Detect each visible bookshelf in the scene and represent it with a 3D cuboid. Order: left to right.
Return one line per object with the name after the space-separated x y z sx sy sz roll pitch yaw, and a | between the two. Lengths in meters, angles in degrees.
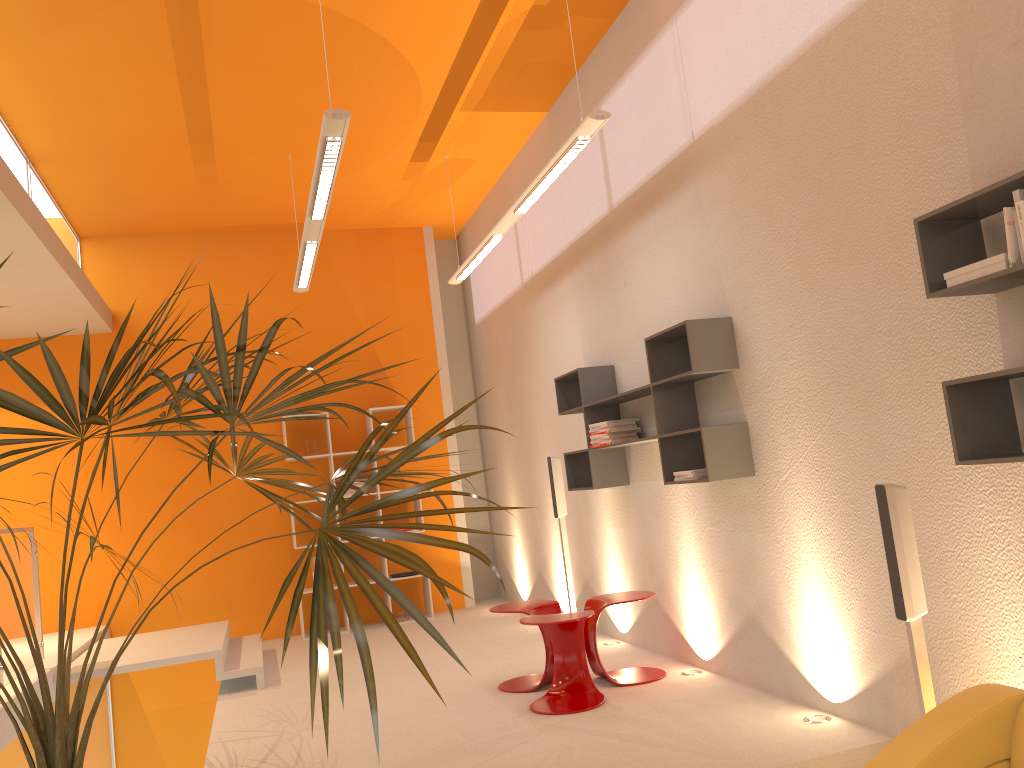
-0.249 2.343 7.513 3.516 4.600 1.107 -11 -7 30 | bookshelf
0.984 0.782 4.531 0.322 2.145 3.370 -5 -6 -15 | bookshelf
1.722 -0.283 1.871 0.252 0.790 2.000 -5 -6 -17 | bookshelf

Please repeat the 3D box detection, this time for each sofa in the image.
1.486 1.121 1.556 0.929 0.706 2.081 -5 -6 -17 | sofa

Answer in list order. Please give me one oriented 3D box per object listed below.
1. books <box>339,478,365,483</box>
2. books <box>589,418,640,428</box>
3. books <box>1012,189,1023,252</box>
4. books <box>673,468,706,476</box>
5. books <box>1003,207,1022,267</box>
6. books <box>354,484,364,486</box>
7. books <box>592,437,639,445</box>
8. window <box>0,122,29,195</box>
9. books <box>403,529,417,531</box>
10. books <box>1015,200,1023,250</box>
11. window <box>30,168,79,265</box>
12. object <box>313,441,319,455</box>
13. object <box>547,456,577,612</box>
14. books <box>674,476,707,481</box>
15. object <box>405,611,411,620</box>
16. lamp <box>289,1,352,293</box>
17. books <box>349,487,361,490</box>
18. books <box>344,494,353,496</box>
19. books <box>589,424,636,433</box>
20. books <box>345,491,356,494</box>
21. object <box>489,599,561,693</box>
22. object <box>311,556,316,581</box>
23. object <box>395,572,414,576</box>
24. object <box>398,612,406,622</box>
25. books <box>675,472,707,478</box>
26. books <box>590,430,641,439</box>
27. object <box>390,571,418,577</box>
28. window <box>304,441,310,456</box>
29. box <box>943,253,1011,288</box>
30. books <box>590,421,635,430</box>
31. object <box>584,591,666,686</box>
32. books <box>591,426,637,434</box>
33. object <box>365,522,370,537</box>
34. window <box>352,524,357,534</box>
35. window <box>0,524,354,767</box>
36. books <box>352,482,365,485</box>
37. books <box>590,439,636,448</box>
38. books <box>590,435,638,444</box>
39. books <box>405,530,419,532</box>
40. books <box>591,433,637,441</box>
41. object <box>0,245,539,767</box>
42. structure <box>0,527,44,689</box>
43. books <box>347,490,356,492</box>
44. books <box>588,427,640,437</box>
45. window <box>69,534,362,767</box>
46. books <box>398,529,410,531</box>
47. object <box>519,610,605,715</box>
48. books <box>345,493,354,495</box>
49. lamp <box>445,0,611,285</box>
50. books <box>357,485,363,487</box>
-1.488 0.907 8.291 0.230 0.017 0.227 -4 -7 -22 | books
0.635 0.243 5.527 0.230 0.017 0.227 -4 -7 -27 | books
1.519 -0.446 2.498 0.207 0.210 0.021 -5 -6 -17 | books
0.976 0.441 4.512 0.230 0.017 0.227 -5 -6 -17 | books
1.499 -0.421 2.521 0.230 0.169 0.023 -5 -6 -17 | books
-1.492 0.952 8.285 0.190 0.011 0.268 -5 -6 -15 | books
0.640 0.358 5.512 0.190 0.011 0.268 -5 -7 -20 | books
-3.164 -1.386 5.392 0.006 0.660 1.869 -5 -6 -17 | window
-1.033 1.375 8.305 0.268 0.011 0.190 -5 -6 -15 | books
1.516 -0.429 2.470 0.230 0.169 0.027 -5 -6 -17 | books
-3.691 -1.125 7.204 0.006 0.660 1.860 -5 -6 -17 | window
-1.569 2.826 4.555 0.351 5.384 6.779 -7 -6 3 | object
0.370 1.179 6.428 0.116 1.317 0.111 -5 -7 -20 | object
0.968 0.474 4.517 0.190 0.015 0.254 -5 -6 -16 | books
1.602 2.500 2.099 0.102 2.685 13.193 -4 -7 -22 | object
-1.256 -1.436 5.418 0.120 1.052 3.195 -5 -6 -17 | lamp
-1.480 0.977 8.283 0.230 0.017 0.227 -4 -7 -22 | books
-1.481 1.033 8.272 0.210 0.013 0.296 -5 -6 -17 | books
0.625 0.276 5.530 0.190 0.015 0.254 -4 -7 -26 | books
-1.489 1.010 8.288 0.190 0.015 0.254 -5 -7 -21 | books
0.101 1.511 5.143 0.420 0.450 0.391 -13 -8 43 | object
-1.764 1.718 8.103 0.129 0.291 0.129 -8 -6 11 | object
-1.001 1.783 8.307 0.178 0.020 0.178 -7 -6 0 | object
1.220 2.678 3.343 0.129 2.692 10.507 -4 -7 -24 | object
0.965 0.458 4.511 0.190 0.015 0.254 -6 -6 -10 | books
0.643 0.313 5.519 0.230 0.017 0.227 -4 -7 -27 | books
-0.997 1.784 8.304 0.294 0.020 0.294 -9 -7 22 | object
-1.502 2.703 3.563 0.481 5.399 8.922 -6 -6 -5 | window
1.474 -0.342 2.654 0.232 0.047 0.232 -5 -6 -17 | box
0.624 0.260 5.523 0.190 0.015 0.254 -5 -7 -20 | books
0.631 1.433 5.020 0.420 0.450 0.391 -5 -6 -17 | object
0.632 0.287 5.520 0.190 0.011 0.268 -5 -7 -20 | books
-1.572 3.218 4.329 0.870 4.604 7.392 -8 -6 13 | object
-2.003 1.692 4.863 0.908 1.393 6.719 -7 -6 3 | window
-2.232 3.477 6.143 0.993 4.599 4.234 -9 -6 15 | window
-1.497 0.940 8.295 0.190 0.015 0.254 -5 -7 -21 | books
0.643 0.369 5.507 0.210 0.013 0.297 -4 -7 -22 | books
0.634 0.346 5.522 0.190 0.015 0.254 -4 -7 -26 | books
-1.036 1.388 8.303 0.296 0.013 0.210 -5 -6 -17 | books
0.632 0.331 5.515 0.190 0.015 0.254 -5 -7 -20 | books
-1.565 0.869 3.218 3.098 2.600 3.241 -6 -6 -9 | object
-1.551 0.606 0.350 0.195 0.900 11.050 -5 -6 -17 | structure
-1.491 0.995 8.281 0.190 0.015 0.254 -5 -6 -15 | books
0.634 0.299 5.515 0.210 0.013 0.297 -4 -7 -22 | books
-2.020 3.583 7.012 2.294 4.526 1.860 -5 -6 -17 | window
-1.026 1.362 8.311 0.254 0.015 0.190 -5 -7 -21 | books
0.264 1.434 4.623 0.391 0.450 0.420 -8 -6 13 | object
-1.483 1.022 8.277 0.190 0.011 0.268 -5 -6 -15 | books
-0.084 -1.539 5.773 0.120 1.052 3.195 -5 -6 -17 | lamp
-1.490 0.963 8.280 0.210 0.013 0.296 -5 -6 -17 | books
